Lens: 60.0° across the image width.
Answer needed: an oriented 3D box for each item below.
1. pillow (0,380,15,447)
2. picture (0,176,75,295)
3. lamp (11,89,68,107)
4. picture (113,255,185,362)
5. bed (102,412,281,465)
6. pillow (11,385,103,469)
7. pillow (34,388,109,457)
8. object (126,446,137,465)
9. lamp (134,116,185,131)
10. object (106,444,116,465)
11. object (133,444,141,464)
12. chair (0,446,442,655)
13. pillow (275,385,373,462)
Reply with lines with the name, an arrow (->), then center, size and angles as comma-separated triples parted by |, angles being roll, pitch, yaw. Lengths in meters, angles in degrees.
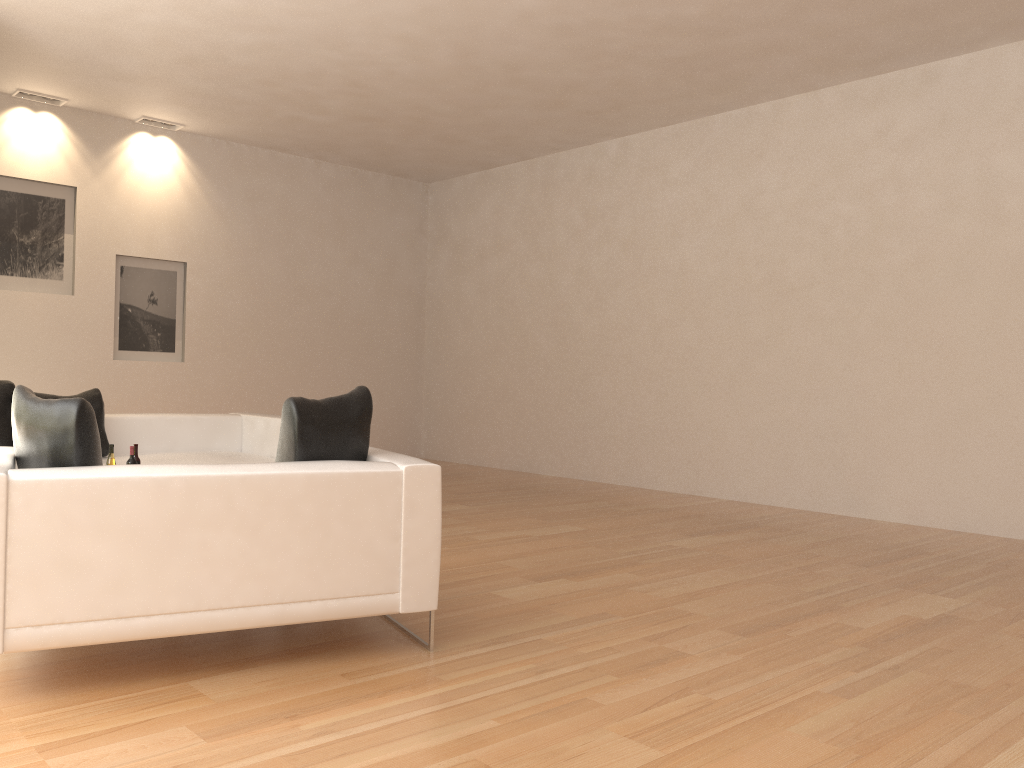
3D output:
pillow -> -3.683, 0.253, 5.915 | 0.346, 0.666, 0.755 | 2, 0, 33
picture -> -4.802, -1.476, 8.890 | 0.802, 1.155, 0.005 | 1, 0, -42
lamp -> -4.644, -2.890, 8.729 | 0.446, 0.166, 0.243 | 1, 0, -42
picture -> -3.960, -0.805, 9.679 | 0.802, 1.155, 0.005 | 1, 0, -42
bed -> -2.956, 0.609, 6.394 | 3.075, 0.761, 1.262 | 1, 0, -42
pillow -> -1.752, 0.305, 3.386 | 0.660, 0.598, 0.291 | 2, 0, 37
pillow -> -3.219, 0.289, 6.369 | 0.270, 0.524, 0.628 | 2, 0, 31
object -> -2.119, 0.468, 4.940 | 0.059, 0.244, 0.059 | 1, 0, -42
lamp -> -3.779, -2.869, 9.522 | 0.446, 0.166, 0.243 | 1, 0, -42
object -> -2.198, 0.459, 4.860 | 0.068, 0.257, 0.067 | 1, 0, -24
object -> -2.143, 0.466, 5.044 | 0.057, 0.248, 0.057 | 1, 0, -25
chair -> -1.308, 0.660, 3.685 | 1.671, 0.761, 1.262 | 1, 0, -27
pillow -> -0.812, 0.335, 3.777 | 0.324, 0.666, 0.506 | 2, 0, 38
